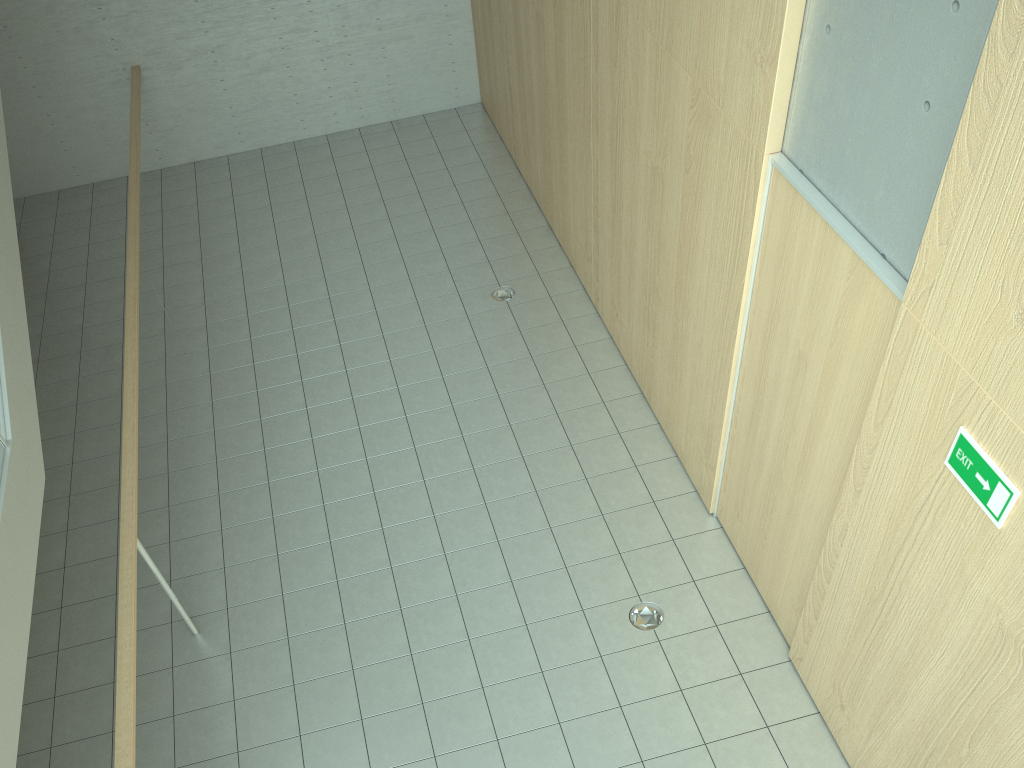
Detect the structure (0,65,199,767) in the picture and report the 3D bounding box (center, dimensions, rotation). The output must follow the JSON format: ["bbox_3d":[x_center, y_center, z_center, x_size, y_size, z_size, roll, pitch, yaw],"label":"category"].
[{"bbox_3d":[-2.721,0.348,3.006,1.870,4.941,10.911,-15,47,-9],"label":"structure"}]
